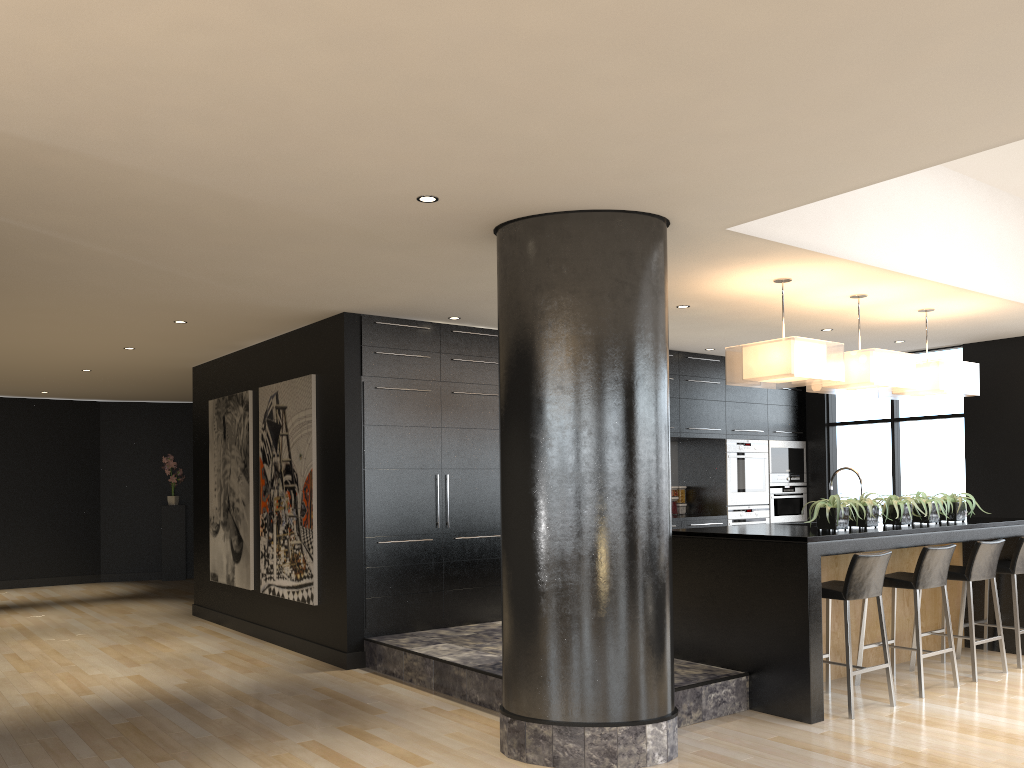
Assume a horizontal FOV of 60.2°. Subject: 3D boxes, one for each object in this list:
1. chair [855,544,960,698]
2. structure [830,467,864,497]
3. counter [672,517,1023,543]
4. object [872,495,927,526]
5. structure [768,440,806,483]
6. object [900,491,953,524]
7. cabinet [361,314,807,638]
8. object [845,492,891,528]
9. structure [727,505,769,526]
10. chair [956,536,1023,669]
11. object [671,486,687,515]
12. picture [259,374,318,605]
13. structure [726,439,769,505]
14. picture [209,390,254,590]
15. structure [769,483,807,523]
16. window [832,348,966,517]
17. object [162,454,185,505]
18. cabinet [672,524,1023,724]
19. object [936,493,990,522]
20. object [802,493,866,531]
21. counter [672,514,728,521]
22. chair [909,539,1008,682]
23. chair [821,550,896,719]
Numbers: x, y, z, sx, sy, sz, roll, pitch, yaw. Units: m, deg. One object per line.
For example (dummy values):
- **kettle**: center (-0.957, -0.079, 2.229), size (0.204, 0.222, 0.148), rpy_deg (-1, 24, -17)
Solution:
- **chair**: center (2.661, 1.552, 5.926), size (0.476, 0.960, 0.520), rpy_deg (1, -3, -37)
- **structure**: center (2.407, 1.142, 6.693), size (2.781, 1.014, 0.658), rpy_deg (4, -5, -37)
- **counter**: center (2.583, 1.040, 6.460), size (3.119, 0.031, 1.185), rpy_deg (4, -8, -37)
- **object**: center (2.747, 0.884, 6.204), size (0.406, 0.216, 0.400), rpy_deg (0, -5, -12)
- **structure**: center (3.137, 0.884, 10.044), size (0.677, 0.472, 0.027), rpy_deg (3, -3, -37)
- **object**: center (3.048, 0.895, 6.432), size (0.406, 0.238, 0.400), rpy_deg (0, -5, -12)
- **cabinet**: center (0.938, 0.911, 8.806), size (5.736, 2.515, 0.730), rpy_deg (3, -4, -37)
- **object**: center (2.385, 0.851, 5.963), size (0.397, 0.238, 0.409), rpy_deg (0, -5, -12)
- **structure**: center (2.574, 1.681, 9.609), size (0.702, 0.704, 0.086), rpy_deg (2, -3, -37)
- **chair**: center (3.759, 1.632, 6.751), size (0.476, 0.960, 0.520), rpy_deg (1, -3, -37)
- **object**: center (1.765, 1.286, 9.733), size (0.366, 0.314, 0.114), rpy_deg (2, -3, -37)
- **picture**: center (-1.927, 0.913, 7.623), size (0.077, 1.866, 1.159), rpy_deg (0, -3, -37)
- **structure**: center (2.565, 0.962, 9.622), size (0.702, 0.704, 0.086), rpy_deg (2, -3, -37)
- **picture**: center (-2.772, 1.052, 8.747), size (0.077, 1.866, 1.159), rpy_deg (0, -3, -37)
- **structure**: center (3.143, 1.347, 10.036), size (0.679, 0.443, 0.070), rpy_deg (3, -3, -37)
- **window**: center (2.463, -0.948, 0.785), size (10.157, 4.763, 15.935), rpy_deg (-5, -8, 39)
- **object**: center (-5.188, 1.463, 13.525), size (0.338, 0.784, 0.229), rpy_deg (0, -1, -8)
- **cabinet**: center (2.590, 1.573, 6.450), size (3.119, 1.033, 1.184), rpy_deg (4, -6, -37)
- **object**: center (3.323, 0.934, 6.710), size (0.397, 0.216, 0.409), rpy_deg (0, -5, -12)
- **object**: center (2.042, 0.830, 5.737), size (0.406, 0.238, 0.400), rpy_deg (0, -5, -12)
- **counter**: center (0.929, 1.367, 8.817), size (2.865, 0.033, 0.733), rpy_deg (4, -8, -37)
- **chair**: center (3.220, 1.593, 6.346), size (0.476, 0.960, 0.520), rpy_deg (1, -3, -37)
- **chair**: center (2.032, 1.507, 5.453), size (0.476, 0.960, 0.520), rpy_deg (1, -3, -37)
